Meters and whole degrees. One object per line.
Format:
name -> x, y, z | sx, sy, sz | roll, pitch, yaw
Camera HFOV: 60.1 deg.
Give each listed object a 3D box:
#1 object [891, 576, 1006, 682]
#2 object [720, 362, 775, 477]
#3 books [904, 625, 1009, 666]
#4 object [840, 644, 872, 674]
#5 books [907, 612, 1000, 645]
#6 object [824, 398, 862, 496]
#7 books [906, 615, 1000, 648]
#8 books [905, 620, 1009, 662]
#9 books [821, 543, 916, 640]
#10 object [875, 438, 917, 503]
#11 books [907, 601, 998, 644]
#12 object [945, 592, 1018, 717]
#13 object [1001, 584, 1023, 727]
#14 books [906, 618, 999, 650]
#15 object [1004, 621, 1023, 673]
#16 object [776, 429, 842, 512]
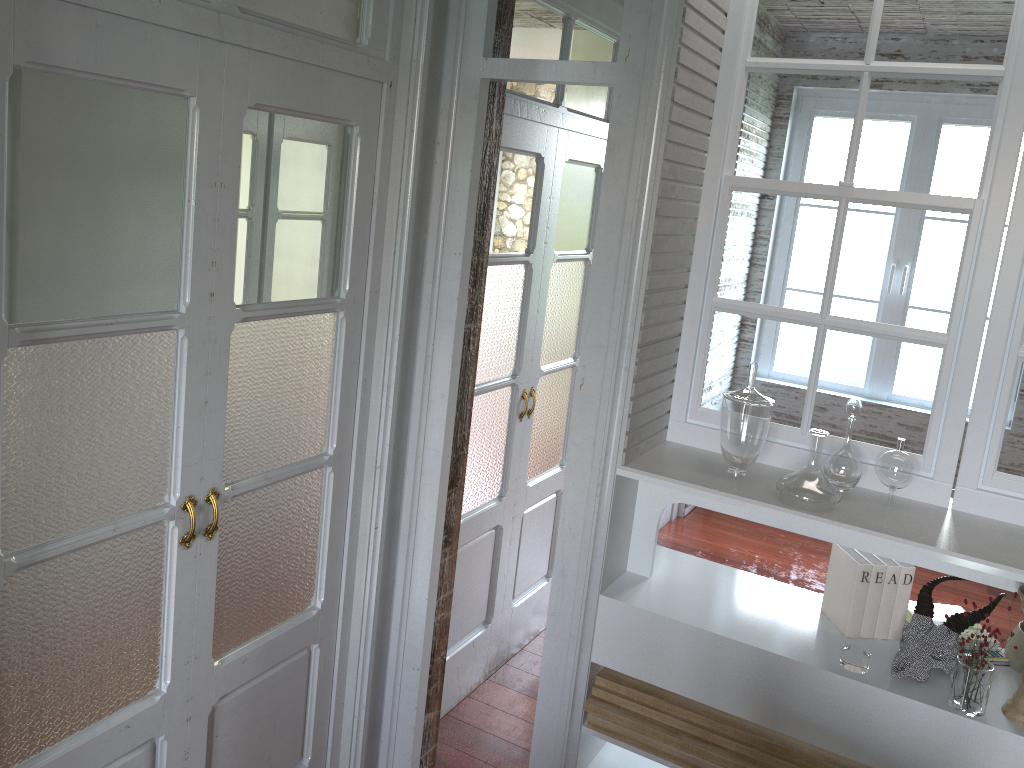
object -> 1.023, 0.583, 2.102 | 0.383, 0.178, 0.159 | -2, 14, -36
object -> 0.588, 0.101, 2.241 | 0.129, 0.312, 0.130 | -1, 13, -37
books -> 1.105, 0.643, 2.255 | 0.180, 0.011, 0.248 | 5, 13, -7
object -> 0.792, 0.636, 2.043 | 0.066, 0.040, 0.066 | 3, 12, -15
books -> 1.109, 0.612, 2.262 | 0.168, 0.007, 0.192 | 5, 13, -7
object -> 0.817, 0.167, 2.167 | 0.088, 0.269, 0.088 | 10, 11, 22
books -> 1.107, 0.619, 2.263 | 0.168, 0.007, 0.192 | 5, 13, -7
books -> 1.106, 0.635, 2.254 | 0.180, 0.007, 0.248 | 5, 13, -7
books -> 0.908, 0.526, 2.264 | 0.150, 0.191, 0.144 | 5, 11, -7
object -> 0.934, 0.224, 2.161 | 0.094, 0.186, 0.095 | 7, 10, 2
books -> 1.109, 0.605, 2.261 | 0.168, 0.007, 0.191 | 6, 13, -1
object -> 1.019, 0.571, 1.908 | 0.128, 0.285, 0.130 | 5, 10, -6
object -> 1.140, 0.590, 1.900 | 0.144, 0.276, 0.144 | 15, 13, 41
books -> 1.106, 0.625, 2.264 | 0.168, 0.007, 0.192 | 5, 13, -7
object -> 1.281, 0.623, 2.113 | 0.160, 0.151, 0.218 | 9, 12, 12
object -> 0.709, 0.208, 2.093 | 0.148, 0.198, 0.149 | 8, 11, 10
